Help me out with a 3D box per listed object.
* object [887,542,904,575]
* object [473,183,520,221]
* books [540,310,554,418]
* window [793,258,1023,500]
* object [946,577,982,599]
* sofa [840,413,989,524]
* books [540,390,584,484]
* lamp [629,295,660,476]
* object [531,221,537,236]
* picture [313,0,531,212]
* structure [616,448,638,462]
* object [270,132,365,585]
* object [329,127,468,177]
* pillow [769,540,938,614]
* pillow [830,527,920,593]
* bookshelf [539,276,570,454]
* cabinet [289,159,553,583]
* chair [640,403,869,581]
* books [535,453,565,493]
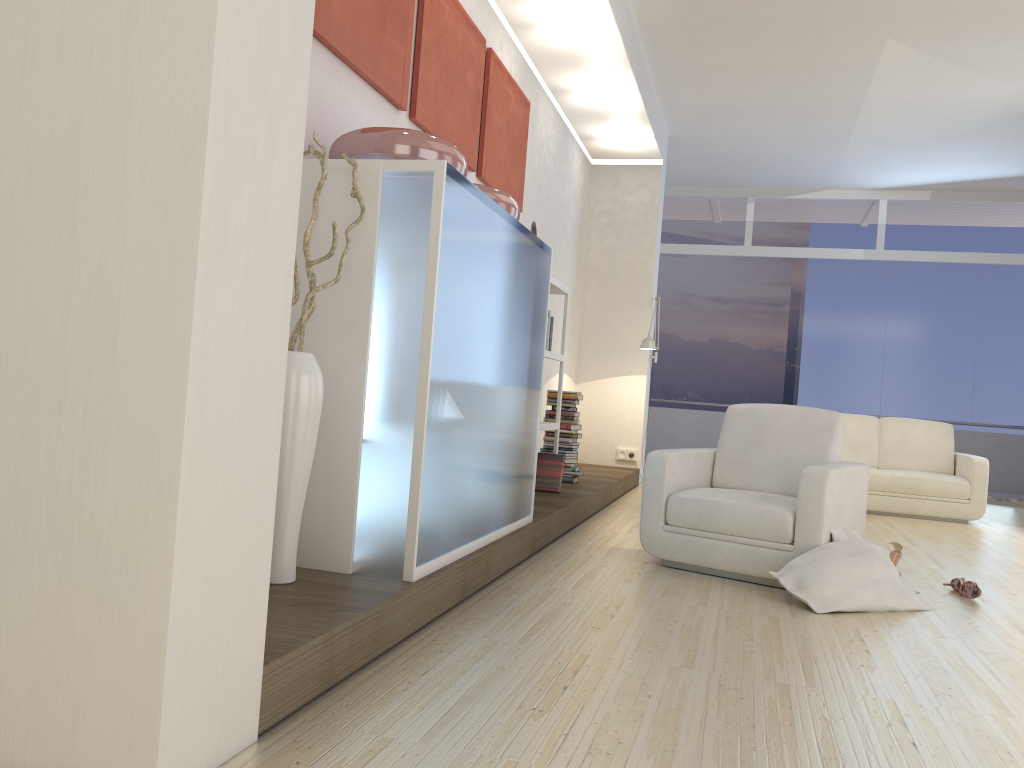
[{"bbox_3d":[2.069,0.943,4.805,0.089,0.149,0.265,4,-1,28],"label":"object"},{"bbox_3d":[-0.227,-0.828,4.201,0.534,0.206,0.546,5,-1,-38],"label":"object"},{"bbox_3d":[0.062,-0.130,5.554,0.215,0.743,0.831,4,-1,15],"label":"books"},{"bbox_3d":[4.927,-0.096,10.505,2.988,2.706,0.012,4,-1,15],"label":"window"},{"bbox_3d":[2.175,0.983,4.306,0.121,0.091,0.287,4,-1,14],"label":"object"},{"bbox_3d":[3.077,0.701,8.155,2.166,0.862,0.941,4,-1,15],"label":"sofa"},{"bbox_3d":[0.397,0.402,6.854,0.329,0.694,0.270,4,-1,15],"label":"books"},{"bbox_3d":[1.269,0.033,8.531,0.204,1.841,0.891,4,-1,11],"label":"lamp"},{"bbox_3d":[0.143,-0.885,5.931,0.133,0.409,0.138,5,-1,-28],"label":"object"},{"bbox_3d":[-0.326,-1.676,4.817,0.030,0.794,3.227,4,-1,15],"label":"picture"},{"bbox_3d":[1.137,0.701,8.774,0.206,0.114,0.028,4,-1,15],"label":"structure"},{"bbox_3d":[-0.656,-0.086,2.829,0.250,1.422,0.277,4,-1,18],"label":"object"},{"bbox_3d":[-0.437,-0.852,3.426,0.534,0.206,0.546,4,-1,2],"label":"object"},{"bbox_3d":[1.503,0.851,3.892,0.712,0.287,0.299,5,-1,-22],"label":"pillow"},{"bbox_3d":[1.653,0.832,4.143,0.312,0.315,0.615,4,-1,42],"label":"pillow"},{"bbox_3d":[-0.080,-0.001,5.399,0.465,1.396,1.599,4,-1,15],"label":"bookshelf"},{"bbox_3d":[-0.389,-0.042,3.809,0.689,1.396,1.670,4,-1,15],"label":"cabinet"},{"bbox_3d":[1.298,0.509,4.620,0.919,0.828,0.941,4,-1,35],"label":"chair"},{"bbox_3d":[0.034,0.570,5.570,0.274,0.281,1.125,4,-1,22],"label":"books"}]
